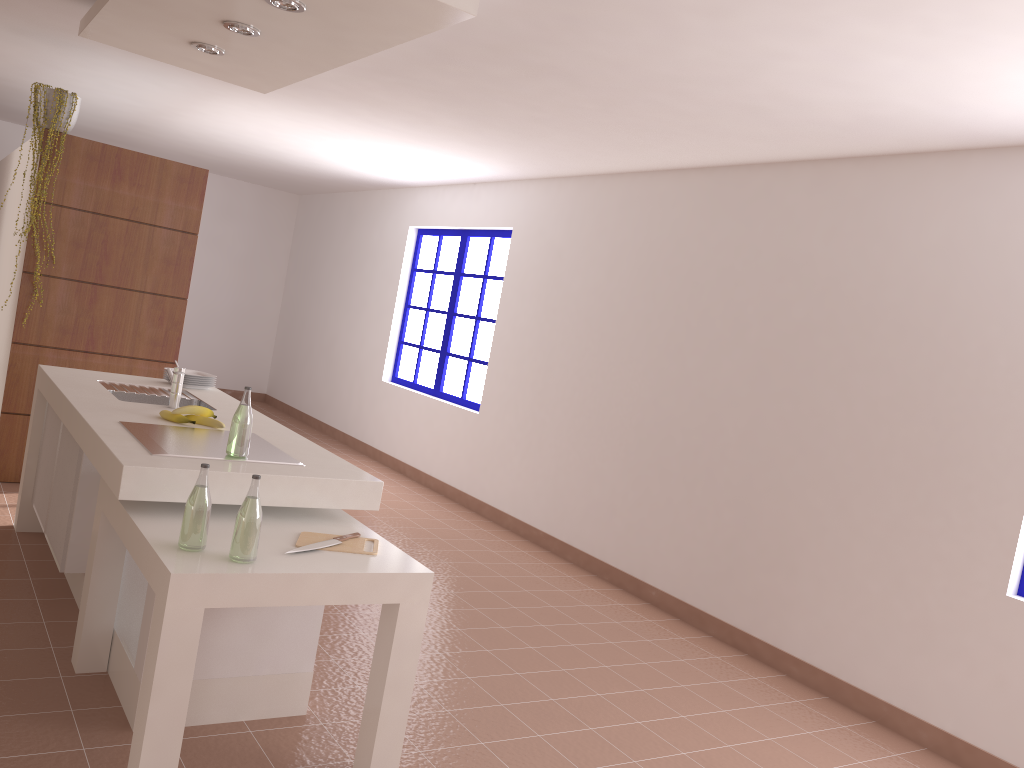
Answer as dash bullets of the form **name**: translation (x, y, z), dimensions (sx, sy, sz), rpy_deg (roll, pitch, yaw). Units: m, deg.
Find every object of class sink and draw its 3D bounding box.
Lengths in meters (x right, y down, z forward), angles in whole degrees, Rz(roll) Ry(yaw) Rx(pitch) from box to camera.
- **sink**: translation (-1.587, 0.047, 3.964), dimensions (0.404, 0.368, 0.668), rpy_deg (8, 4, -35)

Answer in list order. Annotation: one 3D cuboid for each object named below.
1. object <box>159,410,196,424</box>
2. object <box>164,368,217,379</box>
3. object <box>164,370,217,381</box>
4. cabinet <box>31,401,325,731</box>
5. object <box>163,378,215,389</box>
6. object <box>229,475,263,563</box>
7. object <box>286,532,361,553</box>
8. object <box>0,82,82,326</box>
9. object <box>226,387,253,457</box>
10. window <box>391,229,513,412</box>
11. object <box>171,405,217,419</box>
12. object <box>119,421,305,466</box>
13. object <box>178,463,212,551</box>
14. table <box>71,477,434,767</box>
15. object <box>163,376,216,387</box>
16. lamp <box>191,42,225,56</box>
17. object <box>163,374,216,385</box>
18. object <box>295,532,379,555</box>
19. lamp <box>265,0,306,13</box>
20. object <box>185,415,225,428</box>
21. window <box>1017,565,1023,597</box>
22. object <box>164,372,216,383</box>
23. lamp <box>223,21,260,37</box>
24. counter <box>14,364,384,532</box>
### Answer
- **object**: translation (-1.289, 0.125, 3.380), dimensions (0.207, 0.033, 0.060), rpy_deg (13, 4, 35)
- **object**: translation (-1.630, -0.049, 4.496), dimensions (0.228, 0.020, 0.228), rpy_deg (13, 4, 37)
- **object**: translation (-1.632, -0.039, 4.497), dimensions (0.228, 0.020, 0.228), rpy_deg (13, 4, 37)
- **cabinet**: translation (-1.403, 0.567, 3.603), dimensions (0.737, 0.700, 2.048), rpy_deg (8, 4, -35)
- **object**: translation (-1.640, 0.001, 4.499), dimensions (0.228, 0.020, 0.228), rpy_deg (13, 4, 37)
- **object**: translation (-0.693, 0.353, 2.342), dimensions (0.071, 0.230, 0.071), rpy_deg (13, 4, 37)
- **object**: translation (-0.548, 0.472, 2.626), dimensions (0.041, 0.008, 0.375), rpy_deg (12, 4, 22)
- **object**: translation (-2.656, -0.983, 4.951), dimensions (0.279, 1.344, 0.297), rpy_deg (11, 3, 15)
- **object**: translation (-0.885, 0.123, 2.913), dimensions (0.071, 0.230, 0.071), rpy_deg (13, 4, 37)
- **window**: translation (-0.508, -0.591, 7.482), dimensions (0.035, 1.430, 1.699), rpy_deg (8, 4, -35)
- **object**: translation (-1.213, 0.109, 3.424), dimensions (0.047, 0.055, 0.207), rpy_deg (13, 4, 32)
- **object**: translation (-1.047, 0.204, 3.071), dimensions (0.493, 0.006, 0.551), rpy_deg (8, 4, -35)
- **object**: translation (-0.835, 0.326, 2.362), dimensions (0.071, 0.230, 0.071), rpy_deg (13, 4, 37)
- **table**: translation (-0.859, 0.744, 2.785), dimensions (0.737, 0.647, 1.003), rpy_deg (8, 4, -35)
- **object**: translation (-1.638, -0.009, 4.499), dimensions (0.228, 0.020, 0.228), rpy_deg (13, 4, 37)
- **lamp**: translation (-1.346, -1.506, 3.936), dimensions (0.143, 0.059, 0.143), rpy_deg (10, 3, -6)
- **object**: translation (-1.636, -0.019, 4.498), dimensions (0.228, 0.020, 0.228), rpy_deg (13, 4, 37)
- **object**: translation (-0.523, 0.480, 2.677), dimensions (0.266, 0.006, 0.168), rpy_deg (9, 3, -18)
- **lamp**: translation (-0.793, -1.354, 3.111), dimensions (0.143, 0.059, 0.143), rpy_deg (13, 4, 38)
- **object**: translation (-1.190, 0.142, 3.417), dimensions (0.207, 0.033, 0.060), rpy_deg (11, 3, 10)
- **window**: translation (2.618, 0.267, 2.795), dimensions (0.035, 1.430, 1.699), rpy_deg (8, 4, -35)
- **object**: translation (-1.634, -0.029, 4.498), dimensions (0.228, 0.020, 0.228), rpy_deg (13, 4, 37)
- **lamp**: translation (-1.072, -1.431, 3.526), dimensions (0.143, 0.059, 0.143), rpy_deg (10, 3, -6)
- **counter**: translation (-1.428, 0.509, 3.644), dimensions (0.821, 0.800, 2.156), rpy_deg (8, 4, -35)
